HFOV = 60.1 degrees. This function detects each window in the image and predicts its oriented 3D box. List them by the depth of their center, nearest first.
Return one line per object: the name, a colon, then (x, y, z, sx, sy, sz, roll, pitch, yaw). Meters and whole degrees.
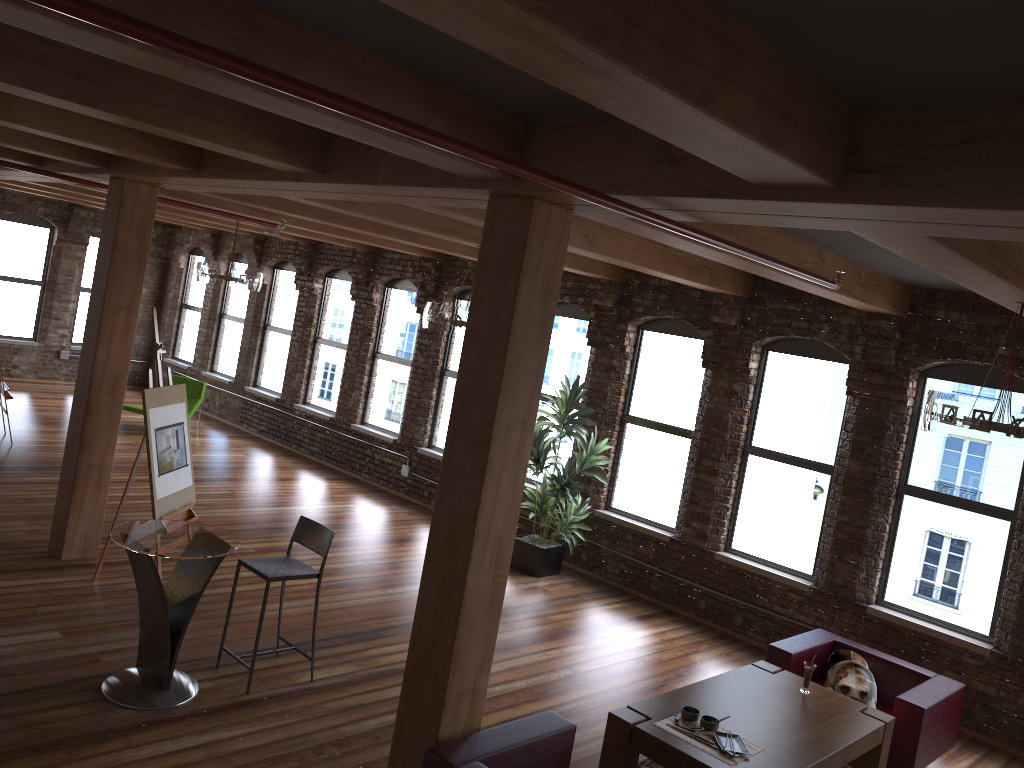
window: (3.591, 0.926, 7.174, 0.973, 2.212, 0.234, 12, 2, 43)
window: (2.541, 0.666, 8.177, 0.973, 2.212, 0.234, 12, 2, 43)
window: (1.493, 0.405, 9.178, 0.973, 2.212, 0.234, 12, 2, 43)
window: (0.443, 0.145, 10.181, 0.973, 2.212, 0.234, 12, 2, 43)
window: (-0.608, -0.116, 11.182, 0.973, 2.212, 0.231, 12, 2, 43)
window: (-1.657, -0.376, 12.186, 0.973, 2.212, 0.235, 12, 2, 43)
window: (-2.709, -0.637, 13.187, 0.973, 2.212, 0.229, 12, 2, 43)
window: (-3.755, -0.897, 14.188, 0.973, 2.212, 0.232, 12, 2, 43)
window: (-8.421, -1.796, 15.075, 0.220, 2.216, 0.965, 12, 2, 43)
window: (-4.806, -1.157, 15.191, 0.973, 2.212, 0.231, 12, 2, 43)
window: (-7.416, -1.694, 16.160, 0.220, 2.216, 0.965, 12, 2, 43)
window: (-5.874, -1.423, 16.211, 0.973, 2.212, 0.231, 12, 2, 43)

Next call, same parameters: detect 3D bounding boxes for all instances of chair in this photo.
chair: (0.237, 2.020, 3.869, 1.076, 0.592, 0.863, 13, 5, 43)
chair: (-1.507, 1.384, 5.676, 0.432, 0.980, 0.465, 12, 3, 43)
chair: (2.428, 2.246, 6.200, 1.076, 0.592, 0.863, 13, 5, 43)
chair: (-5.123, 0.303, 12.993, 0.682, 0.795, 0.955, 11, 3, 18)

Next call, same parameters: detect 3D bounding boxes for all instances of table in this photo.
table: (1.379, 2.163, 5.079, 0.905, 0.549, 1.745, 13, 5, 43)
table: (-2.054, 1.354, 5.223, 0.719, 0.923, 0.725, 9, 3, -22)

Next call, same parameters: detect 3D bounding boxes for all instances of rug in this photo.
rug: (1.305, 2.429, 5.047, 1.350, 0.009, 2.455, 14, 6, 43)

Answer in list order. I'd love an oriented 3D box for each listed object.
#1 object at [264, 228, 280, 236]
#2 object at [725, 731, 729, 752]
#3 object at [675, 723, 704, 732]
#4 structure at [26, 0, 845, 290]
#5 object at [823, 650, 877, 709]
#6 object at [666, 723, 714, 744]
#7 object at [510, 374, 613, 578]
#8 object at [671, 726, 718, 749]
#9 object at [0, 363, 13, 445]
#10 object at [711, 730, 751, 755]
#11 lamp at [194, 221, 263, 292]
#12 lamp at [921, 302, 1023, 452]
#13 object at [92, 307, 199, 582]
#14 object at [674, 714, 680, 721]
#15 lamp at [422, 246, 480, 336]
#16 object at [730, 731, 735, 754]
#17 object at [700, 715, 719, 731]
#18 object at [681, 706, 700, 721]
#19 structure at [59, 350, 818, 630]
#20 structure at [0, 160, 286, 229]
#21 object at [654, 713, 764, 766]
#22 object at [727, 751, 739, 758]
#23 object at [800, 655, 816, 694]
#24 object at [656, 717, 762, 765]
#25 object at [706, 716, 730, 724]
object: (-3.082, -1.960, 11.387, 0.148, 0.072, 0.145, 13, 5, 43)
object: (1.114, 1.847, 4.588, 0.007, 0.008, 0.270, 11, 4, 17)
object: (0.940, 1.814, 4.694, 0.154, 0.030, 0.045, 12, 4, 27)
structure: (-0.435, -0.818, 2.545, 0.051, 0.112, 6.788, 12, 4, 43)
object: (2.331, 2.052, 6.149, 0.365, 0.296, 0.754, 11, 4, 14)
object: (0.931, 1.828, 4.638, 0.271, 0.008, 0.007, 13, 4, 32)
object: (0.437, 0.908, 9.261, 0.963, 2.101, 1.085, 9, 2, -34)
object: (0.944, 1.834, 4.599, 0.271, 0.008, 0.007, 13, 4, 38)
object: (-6.234, -0.408, 10.606, 0.682, 2.138, 0.665, 9, 2, -37)
object: (1.133, 1.863, 4.589, 0.154, 0.018, 0.213, 10, 4, -2)
lamp: (-3.467, -1.616, 10.999, 0.808, 0.814, 0.812, 10, 3, -11)
lamp: (2.811, -0.058, 5.004, 0.808, 0.814, 0.811, 10, 3, -6)
object: (-2.660, 0.513, 6.722, 0.685, 2.138, 0.702, 10, 2, 3)
object: (0.888, 1.804, 4.770, 0.018, 0.021, 0.059, 10, 4, -5)
lamp: (-0.356, -0.844, 8.028, 0.809, 0.814, 0.811, 10, 3, -5)
object: (1.142, 1.852, 4.591, 0.007, 0.008, 0.270, 11, 4, 9)
object: (1.062, 1.824, 4.763, 0.098, 0.043, 0.099, 10, 4, -9)
object: (0.976, 1.803, 4.841, 0.098, 0.043, 0.099, 9, 4, -21)
structure: (-2.125, 0.857, 12.248, 13.768, 0.313, 1.629, 13, 5, 36)
structure: (-4.600, -1.851, 6.523, 0.051, 0.112, 6.788, 12, 4, 43)
object: (1.033, 1.850, 4.652, 0.471, 0.001, 0.351, 14, 6, 43)
object: (1.109, 1.866, 4.453, 0.059, 0.021, 0.018, 12, 3, 30)
object: (1.864, 1.819, 5.550, 0.095, 0.232, 0.076, 10, 2, -14)
object: (1.032, 1.850, 4.652, 0.473, 0.003, 0.331, 14, 6, 43)
object: (1.096, 1.804, 4.758, 0.137, 0.079, 0.045, 11, 2, 8)
